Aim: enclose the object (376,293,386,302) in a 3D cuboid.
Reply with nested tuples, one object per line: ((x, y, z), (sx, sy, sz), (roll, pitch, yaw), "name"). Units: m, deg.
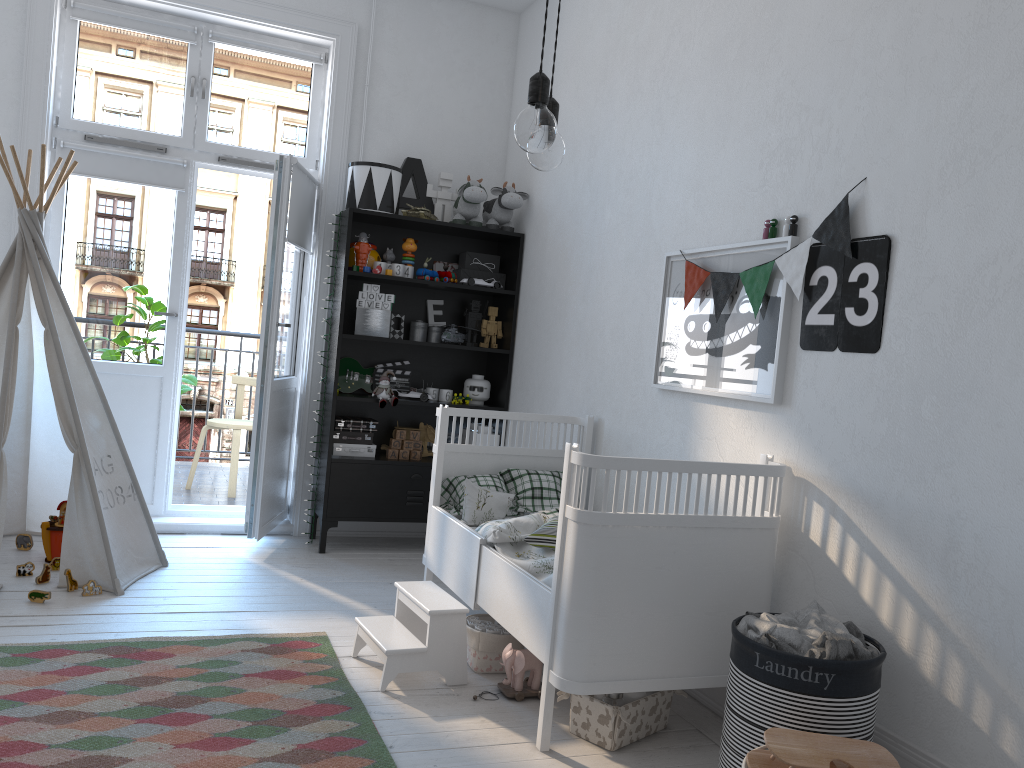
((-0.648, -0.427, 4.395), (0.040, 0.040, 0.040), (6, 2, 8), "object")

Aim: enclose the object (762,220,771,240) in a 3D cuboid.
((0.781, -0.470, 2.708), (0.025, 0.064, 0.025), (4, 3, -26), "object")

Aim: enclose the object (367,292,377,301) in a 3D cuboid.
((-0.693, -0.431, 4.389), (0.040, 0.040, 0.040), (5, 2, -2), "object")

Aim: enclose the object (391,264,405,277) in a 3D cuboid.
((-0.571, -0.564, 4.429), (0.067, 0.067, 0.067), (5, 2, -21), "object")

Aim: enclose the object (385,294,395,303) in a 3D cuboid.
((-0.604, -0.423, 4.400), (0.040, 0.040, 0.040), (6, 2, 3), "object")

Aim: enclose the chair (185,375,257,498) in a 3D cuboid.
((-1.731, 0.316, 5.626), (0.436, 0.716, 0.498), (6, 2, 23), "chair")

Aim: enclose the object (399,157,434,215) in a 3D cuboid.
((-0.532, -1.008, 4.651), (0.343, 0.344, 0.057), (5, 3, -22), "object")

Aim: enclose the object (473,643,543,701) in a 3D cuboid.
((-0.004, 0.890, 2.751), (0.254, 0.152, 0.125), (5, 2, -23), "object")

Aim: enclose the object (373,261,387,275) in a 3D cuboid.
((-0.657, -0.572, 4.411), (0.067, 0.067, 0.067), (5, 2, -21), "object")

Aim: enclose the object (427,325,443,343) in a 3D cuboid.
((-0.372, -0.258, 4.639), (0.078, 0.091, 0.246), (4, 2, -27), "object")

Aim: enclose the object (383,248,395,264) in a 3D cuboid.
((-0.636, -0.622, 4.574), (0.063, 0.160, 0.063), (3, 3, -43), "object")

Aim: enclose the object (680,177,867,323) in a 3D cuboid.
((0.750, -0.394, 2.756), (0.058, 0.415, 0.904), (4, 2, -22), "object")

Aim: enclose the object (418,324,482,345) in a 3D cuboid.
((-0.311, -0.258, 4.628), (0.368, 0.106, 0.349), (5, 2, -20), "object")

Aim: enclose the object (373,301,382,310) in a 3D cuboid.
((-0.665, -0.389, 4.395), (0.040, 0.040, 0.040), (5, 2, -7), "object")

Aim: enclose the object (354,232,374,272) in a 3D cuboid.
((-0.732, -0.647, 4.376), (0.105, 0.203, 0.072), (5, 2, -14), "object")

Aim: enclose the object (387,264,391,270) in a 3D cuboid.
((-0.624, -0.571, 4.472), (0.067, 0.067, 0.067), (7, 3, 42), "object")

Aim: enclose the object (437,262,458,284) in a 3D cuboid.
((-0.340, -0.577, 4.606), (0.121, 0.112, 0.087), (7, 3, 39), "object")

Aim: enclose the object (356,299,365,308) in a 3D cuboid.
((-0.747, -0.396, 4.385), (0.040, 0.040, 0.040), (5, 2, -7), "object")

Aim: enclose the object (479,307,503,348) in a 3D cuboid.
((-0.107, -0.298, 4.693), (0.114, 0.221, 0.052), (5, 3, -22), "object")

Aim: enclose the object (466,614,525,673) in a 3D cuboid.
((-0.062, 0.877, 3.018), (0.215, 0.148, 0.240), (5, 2, -15), "object")

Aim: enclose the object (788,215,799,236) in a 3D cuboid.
((0.823, -0.462, 2.593), (0.025, 0.064, 0.025), (4, 3, -29), "object")

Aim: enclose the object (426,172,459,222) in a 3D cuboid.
((-0.363, -0.965, 4.688), (0.190, 0.291, 0.065), (5, 2, -17), "object")

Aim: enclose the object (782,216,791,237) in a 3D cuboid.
((0.814, -0.464, 2.616), (0.025, 0.064, 0.025), (4, 3, -26), "object")

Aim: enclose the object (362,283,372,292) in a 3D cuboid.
((-0.717, -0.474, 4.384), (0.040, 0.040, 0.040), (5, 2, -17), "object")

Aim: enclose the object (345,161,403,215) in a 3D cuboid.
((-0.686, -0.975, 4.513), (0.272, 0.259, 0.395), (6, 2, 7), "object")

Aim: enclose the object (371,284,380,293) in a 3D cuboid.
((-0.676, -0.470, 4.389), (0.040, 0.040, 0.040), (5, 2, -12), "object")

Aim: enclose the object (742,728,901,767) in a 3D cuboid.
((0.638, 0.881, 1.760), (0.379, 0.367, 0.378), (7, 3, 38), "object")

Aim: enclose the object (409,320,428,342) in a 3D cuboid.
((-0.493, -0.280, 4.680), (0.095, 0.110, 0.095), (5, 2, -17), "object")

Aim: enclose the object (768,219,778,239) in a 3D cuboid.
((0.790, -0.468, 2.682), (0.025, 0.064, 0.025), (4, 3, -24), "object")

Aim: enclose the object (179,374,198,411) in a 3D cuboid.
((-2.272, 0.013, 5.419), (0.720, 1.225, 0.489), (5, 2, -12), "object")

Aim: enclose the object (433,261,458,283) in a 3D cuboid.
((-0.259, -0.582, 4.806), (0.347, 0.132, 0.037), (5, 2, -22), "object")

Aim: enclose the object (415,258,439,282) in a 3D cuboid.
((-0.426, -0.582, 4.527), (0.121, 0.126, 0.087), (3, 3, -44), "object")

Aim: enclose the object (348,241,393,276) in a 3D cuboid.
((-0.727, -0.644, 4.454), (0.197, 0.197, 0.318), (4, 2, -25), "object")

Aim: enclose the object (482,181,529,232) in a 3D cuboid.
((-0.087, -0.915, 4.627), (0.211, 0.253, 0.386), (4, 3, -38), "object")

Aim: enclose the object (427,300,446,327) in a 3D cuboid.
((-0.406, -0.378, 4.753), (0.107, 0.151, 0.055), (5, 2, -22), "object")

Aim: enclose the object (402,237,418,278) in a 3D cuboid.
((-0.523, -0.635, 4.485), (0.077, 0.213, 0.077), (6, 2, 12), "object")

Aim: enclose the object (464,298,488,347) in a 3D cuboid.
((-0.198, -0.327, 4.722), (0.117, 0.259, 0.081), (5, 3, -22), "object")

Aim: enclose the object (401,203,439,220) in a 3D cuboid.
((-0.475, -0.874, 4.487), (0.121, 0.100, 0.338), (6, 2, 13), "object")

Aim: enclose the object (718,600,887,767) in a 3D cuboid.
((0.684, 0.793, 2.122), (0.345, 0.513, 0.346), (4, 3, -31), "object")

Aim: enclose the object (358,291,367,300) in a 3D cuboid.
((-0.738, -0.436, 4.384), (0.040, 0.040, 0.040), (5, 2, -12), "object")

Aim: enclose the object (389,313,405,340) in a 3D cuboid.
((-0.606, -0.302, 4.671), (0.070, 0.135, 0.028), (5, 3, -22), "object")

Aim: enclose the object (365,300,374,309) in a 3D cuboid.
((-0.710, -0.393, 4.397), (0.040, 0.040, 0.040), (5, 2, -17), "object")

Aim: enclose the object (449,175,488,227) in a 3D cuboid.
((-0.226, -0.926, 4.567), (0.154, 0.253, 0.370), (5, 2, -14), "object")

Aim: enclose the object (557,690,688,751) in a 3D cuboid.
((0.319, 0.920, 2.561), (0.242, 0.163, 0.360), (7, 3, 43), "object")

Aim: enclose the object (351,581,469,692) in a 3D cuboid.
((-0.327, 0.807, 2.878), (0.288, 0.246, 0.332), (4, 2, -27), "object")

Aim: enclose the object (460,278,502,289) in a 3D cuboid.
((-0.159, -0.520, 4.586), (0.230, 0.048, 0.098), (4, 2, -32), "object")
